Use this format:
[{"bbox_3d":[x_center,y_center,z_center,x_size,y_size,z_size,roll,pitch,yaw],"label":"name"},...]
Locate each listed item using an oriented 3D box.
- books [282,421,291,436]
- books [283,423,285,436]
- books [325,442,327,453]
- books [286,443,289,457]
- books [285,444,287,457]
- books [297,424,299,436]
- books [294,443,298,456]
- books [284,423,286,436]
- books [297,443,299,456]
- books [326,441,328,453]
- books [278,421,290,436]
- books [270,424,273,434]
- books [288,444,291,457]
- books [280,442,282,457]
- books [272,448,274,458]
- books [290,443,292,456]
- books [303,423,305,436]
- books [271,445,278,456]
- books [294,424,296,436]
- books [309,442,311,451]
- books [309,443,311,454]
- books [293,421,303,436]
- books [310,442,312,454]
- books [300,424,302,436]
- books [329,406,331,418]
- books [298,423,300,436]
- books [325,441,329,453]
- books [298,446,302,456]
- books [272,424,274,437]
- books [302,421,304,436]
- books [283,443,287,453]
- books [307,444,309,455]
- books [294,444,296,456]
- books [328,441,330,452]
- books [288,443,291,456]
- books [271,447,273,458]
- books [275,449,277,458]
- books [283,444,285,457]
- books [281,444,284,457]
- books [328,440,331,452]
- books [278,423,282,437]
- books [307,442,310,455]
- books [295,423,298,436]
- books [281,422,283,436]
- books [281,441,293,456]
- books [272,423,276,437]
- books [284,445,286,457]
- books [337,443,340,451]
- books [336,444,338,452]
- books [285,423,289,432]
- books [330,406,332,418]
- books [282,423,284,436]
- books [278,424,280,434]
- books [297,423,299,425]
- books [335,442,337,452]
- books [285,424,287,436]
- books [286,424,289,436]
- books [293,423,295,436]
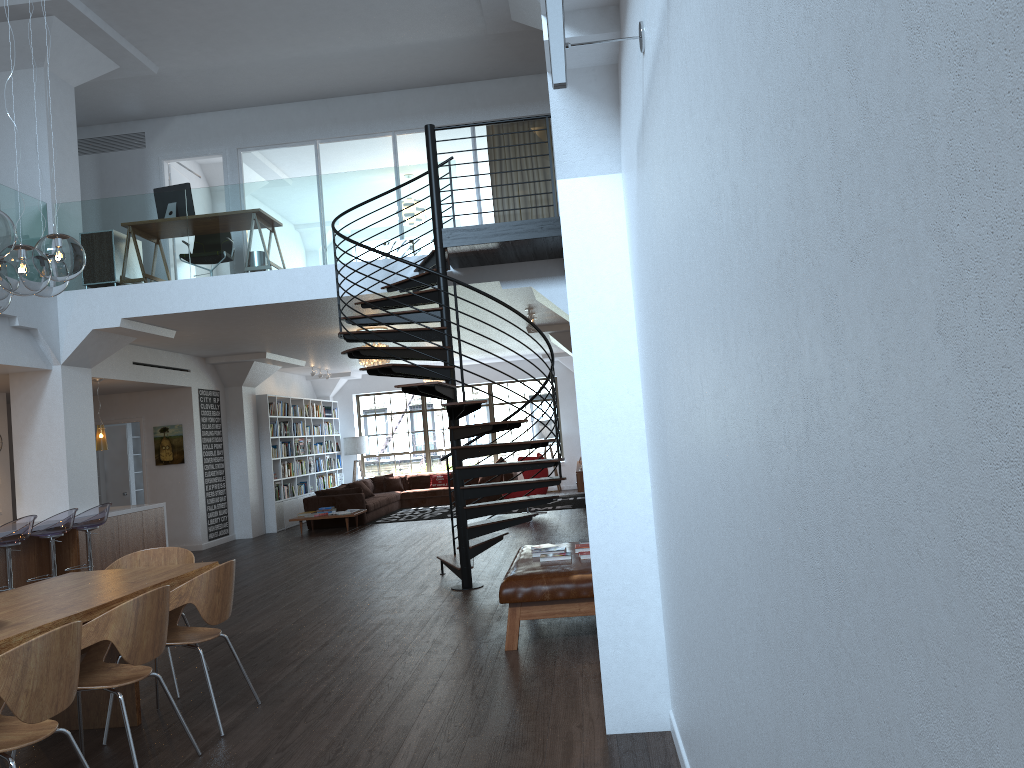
[{"bbox_3d":[-4.254,0.847,16.695,0.176,0.291,0.053,-5,-3,4],"label":"books"},{"bbox_3d":[-4.285,0.852,16.344,0.171,0.246,0.039,-5,-3,4],"label":"books"},{"bbox_3d":[-4.038,1.360,18.888,0.161,0.223,0.032,-5,-3,4],"label":"books"},{"bbox_3d":[-4.233,1.228,16.413,0.182,0.253,0.034,-5,-3,4],"label":"books"},{"bbox_3d":[-4.247,1.236,16.343,0.167,0.230,0.037,-5,-3,4],"label":"books"},{"bbox_3d":[-4.209,0.900,17.137,0.161,0.223,0.026,-5,-3,4],"label":"books"},{"bbox_3d":[-4.193,1.258,16.920,0.174,0.240,0.054,-5,-3,4],"label":"books"},{"bbox_3d":[-4.283,0.853,16.418,0.183,0.253,0.042,-5,-3,4],"label":"books"},{"bbox_3d":[-4.195,1.258,17.033,0.183,0.253,0.042,-5,-3,4],"label":"books"},{"bbox_3d":[-4.035,1.354,18.932,0.174,0.240,0.054,-5,-3,4],"label":"books"},{"bbox_3d":[-4.275,0.849,16.645,0.198,0.284,0.049,-5,-3,4],"label":"books"},{"bbox_3d":[-4.318,0.829,15.715,0.152,0.232,0.104,-5,-3,4],"label":"books"},{"bbox_3d":[-4.224,1.239,16.512,0.174,0.239,0.045,-5,-3,4],"label":"books"},{"bbox_3d":[-4.276,1.195,16.030,0.197,0.283,0.065,-5,-3,4],"label":"books"},{"bbox_3d":[-4.278,1.229,15.657,0.128,0.178,0.022,-5,-3,4],"label":"books"},{"bbox_3d":[-4.214,1.236,16.586,0.182,0.253,0.034,-5,-3,4],"label":"books"},{"bbox_3d":[-4.179,0.903,17.493,0.159,0.250,0.026,-5,-3,4],"label":"books"},{"bbox_3d":[-4.267,1.214,15.892,0.140,0.231,0.042,-5,-3,4],"label":"books"},{"bbox_3d":[-4.224,0.882,16.935,0.174,0.239,0.045,-5,-3,4],"label":"books"},{"bbox_3d":[-4.134,1.297,17.804,0.183,0.253,0.039,-5,-3,4],"label":"books"},{"bbox_3d":[-4.121,1.307,17.768,0.161,0.223,0.030,-5,-3,4],"label":"books"},{"bbox_3d":[-4.201,0.878,17.361,0.176,0.290,0.053,-5,-3,4],"label":"books"},{"bbox_3d":[-4.125,1.302,17.872,0.171,0.246,0.036,-5,-3,4],"label":"books"},{"bbox_3d":[-4.199,0.899,17.283,0.174,0.239,0.045,-5,-3,4],"label":"books"},{"bbox_3d":[-4.073,0.623,19.432,0.183,0.253,0.042,-5,-3,4],"label":"books"},{"bbox_3d":[-4.207,0.893,17.233,0.170,0.245,0.057,-5,-3,4],"label":"books"},{"bbox_3d":[-4.037,1.353,19.045,0.183,0.253,0.042,-5,-3,4],"label":"books"},{"bbox_3d":[-4.173,1.286,17.152,0.161,0.207,0.135,-5,-3,4],"label":"books"},{"bbox_3d":[-4.314,0.829,15.747,0.172,0.235,0.112,-5,-3,4],"label":"books"},{"bbox_3d":[-4.200,0.884,17.422,0.197,0.283,0.065,-5,-3,4],"label":"books"},{"bbox_3d":[-4.259,1.228,16.380,0.182,0.253,0.034,-5,-3,4],"label":"books"},{"bbox_3d":[-4.135,1.302,17.657,0.161,0.223,0.030,-5,-3,4],"label":"books"},{"bbox_3d":[-4.197,1.264,16.877,0.161,0.223,0.032,-5,-3,4],"label":"books"},{"bbox_3d":[-4.027,1.360,19.118,0.171,0.246,0.039,-5,-3,4],"label":"books"},{"bbox_3d":[-4.228,1.235,16.553,0.182,0.253,0.034,-5,-3,4],"label":"books"},{"bbox_3d":[-4.288,1.218,15.604,0.136,0.196,0.045,-5,-3,4],"label":"books"},{"bbox_3d":[-4.261,1.242,15.804,0.120,0.167,0.020,-5,-3,4],"label":"books"},{"bbox_3d":[-4.253,1.223,16.216,0.170,0.245,0.057,-5,-3,4],"label":"books"},{"bbox_3d":[-4.254,1.223,16.165,0.174,0.239,0.045,-5,-3,4],"label":"books"},{"bbox_3d":[-4.026,1.358,19.197,0.180,0.259,0.042,-5,-3,4],"label":"books"},{"bbox_3d":[-4.297,0.841,16.179,0.183,0.253,0.042,-5,-3,4],"label":"books"},{"bbox_3d":[-4.133,1.289,17.698,0.174,0.251,0.051,-5,-3,4],"label":"books"},{"bbox_3d":[-4.218,0.880,17.036,0.182,0.253,0.034,-5,-3,4],"label":"books"},{"bbox_3d":[-4.297,0.843,16.266,0.180,0.259,0.042,-5,-3,4],"label":"books"},{"bbox_3d":[-4.221,1.221,16.650,0.176,0.294,0.102,-5,-3,4],"label":"books"},{"bbox_3d":[-4.311,0.829,15.830,0.174,0.242,0.105,-5,-3,4],"label":"books"},{"bbox_3d":[-4.240,1.237,16.283,0.161,0.223,0.027,-5,-3,4],"label":"books"},{"bbox_3d":[-3.961,1.410,19.843,0.182,0.215,0.188,-5,-3,4],"label":"books"},{"bbox_3d":[-3.977,1.409,19.753,0.167,0.210,0.162,-5,-3,4],"label":"books"},{"bbox_3d":[-4.268,0.863,16.603,0.160,0.251,0.031,-5,-3,4],"label":"books"},{"bbox_3d":[-4.066,0.627,19.519,0.183,0.253,0.042,-5,-3,4],"label":"books"},{"bbox_3d":[-4.291,0.849,16.305,0.160,0.251,0.039,-5,-3,4],"label":"books"},{"bbox_3d":[-4.305,0.846,16.089,0.174,0.236,0.142,-5,-3,5],"label":"books"},{"bbox_3d":[-4.212,0.889,17.191,0.159,0.250,0.026,-5,-3,4],"label":"books"},{"bbox_3d":[-3.974,1.396,19.654,0.161,0.222,0.084,-5,-3,4],"label":"books"},{"bbox_3d":[-4.264,0.868,16.452,0.161,0.223,0.032,-5,-3,4],"label":"books"},{"bbox_3d":[-4.263,0.864,16.528,0.174,0.240,0.054,-5,-3,4],"label":"books"},{"bbox_3d":[-4.226,0.871,16.862,0.182,0.253,0.034,-5,-3,4],"label":"books"}]
